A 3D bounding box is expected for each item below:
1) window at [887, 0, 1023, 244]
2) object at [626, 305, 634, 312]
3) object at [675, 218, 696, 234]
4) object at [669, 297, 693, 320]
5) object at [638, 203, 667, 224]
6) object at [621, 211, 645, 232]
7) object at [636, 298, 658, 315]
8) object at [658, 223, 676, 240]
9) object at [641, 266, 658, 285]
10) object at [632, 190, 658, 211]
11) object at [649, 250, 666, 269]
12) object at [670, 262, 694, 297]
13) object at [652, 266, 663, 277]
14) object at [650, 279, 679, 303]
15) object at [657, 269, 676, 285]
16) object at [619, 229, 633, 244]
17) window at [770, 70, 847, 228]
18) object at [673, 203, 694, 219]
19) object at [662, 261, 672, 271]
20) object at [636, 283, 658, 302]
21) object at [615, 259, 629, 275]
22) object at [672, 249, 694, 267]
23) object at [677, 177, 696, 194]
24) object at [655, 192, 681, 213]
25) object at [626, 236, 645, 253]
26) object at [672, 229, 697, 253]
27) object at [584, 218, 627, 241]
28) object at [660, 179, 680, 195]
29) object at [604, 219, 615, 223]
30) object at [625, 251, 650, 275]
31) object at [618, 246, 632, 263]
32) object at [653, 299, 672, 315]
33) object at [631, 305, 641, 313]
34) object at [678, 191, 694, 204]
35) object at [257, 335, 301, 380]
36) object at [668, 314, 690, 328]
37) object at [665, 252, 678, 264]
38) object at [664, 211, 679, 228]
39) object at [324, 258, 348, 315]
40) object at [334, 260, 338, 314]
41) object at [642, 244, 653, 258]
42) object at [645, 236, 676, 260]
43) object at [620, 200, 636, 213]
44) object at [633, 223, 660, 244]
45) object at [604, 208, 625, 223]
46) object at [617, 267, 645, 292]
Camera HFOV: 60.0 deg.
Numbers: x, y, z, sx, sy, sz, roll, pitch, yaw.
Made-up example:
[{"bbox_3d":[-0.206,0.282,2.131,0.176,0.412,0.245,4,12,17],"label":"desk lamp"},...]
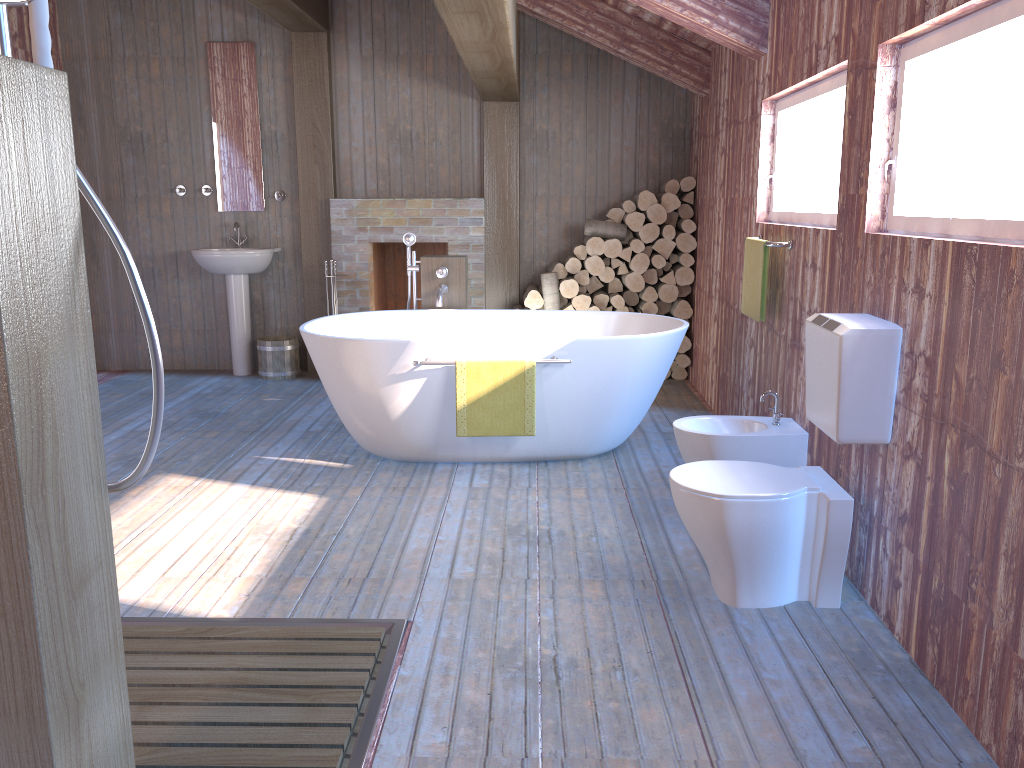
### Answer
[{"bbox_3d":[1.216,-0.654,2.222,0.054,0.587,1.255,0,11,2],"label":"window"},{"bbox_3d":[0.855,-0.539,6.447,0.054,0.056,0.146,0,11,2],"label":"object"},{"bbox_3d":[1.228,-1.136,6.331,0.102,0.109,0.438,0,11,2],"label":"object"},{"bbox_3d":[1.205,-0.568,6.469,0.139,0.137,0.455,0,11,0],"label":"object"},{"bbox_3d":[0.996,-1.215,6.322,0.141,0.143,0.437,0,11,0],"label":"object"},{"bbox_3d":[0.859,-1.172,6.352,0.139,0.148,0.458,0,11,2],"label":"object"},{"bbox_3d":[0.976,-0.556,6.426,0.116,0.117,0.289,0,11,-1],"label":"object"},{"bbox_3d":[1.096,-1.093,6.342,0.089,0.106,0.437,0,11,3],"label":"object"},{"bbox_3d":[0.973,-0.790,6.394,0.111,0.118,0.302,0,11,1],"label":"object"},{"bbox_3d":[0.945,-1.308,6.323,0.135,0.139,0.456,0,11,3],"label":"object"},{"bbox_3d":[1.029,-0.899,6.383,0.102,0.109,0.438,0,11,2],"label":"object"},{"bbox_3d":[1.215,-0.748,6.421,0.137,0.256,0.439,0,11,2],"label":"object"},{"bbox_3d":[1.043,-0.815,6.388,0.065,0.069,0.177,0,11,1],"label":"object"},{"bbox_3d":[1.100,-0.678,6.435,0.137,0.133,0.437,0,11,0],"label":"object"},{"bbox_3d":[1.100,-0.791,6.405,0.115,0.112,0.423,0,11,2],"label":"object"},{"bbox_3d":[0.809,-1.085,6.451,0.121,0.124,0.291,0,11,2],"label":"object"},{"bbox_3d":[1.278,-0.963,3.736,0.054,0.587,1.255,0,11,2],"label":"window"},{"bbox_3d":[1.226,-1.237,6.348,0.107,0.115,0.269,0,11,3],"label":"object"},{"bbox_3d":[1.102,-0.851,6.380,0.067,0.069,0.177,0,11,2],"label":"object"},{"bbox_3d":[0.974,-0.662,6.409,0.114,0.113,0.301,0,11,-1],"label":"object"},{"bbox_3d":[0.794,-0.848,6.404,0.085,0.096,0.280,0,11,2],"label":"object"},{"bbox_3d":[1.225,-0.909,6.378,0.102,0.109,0.438,0,11,2],"label":"object"},{"bbox_3d":[1.230,-1.415,6.312,0.112,0.113,0.271,0,11,2],"label":"object"},{"bbox_3d":[1.104,-1.293,6.324,0.133,0.142,0.456,0,11,3],"label":"object"},{"bbox_3d":[0.878,-1.004,6.363,0.102,0.109,0.438,0,11,2],"label":"object"},{"bbox_3d":[1.216,-1.026,6.358,0.147,0.152,0.439,0,11,2],"label":"object"},{"bbox_3d":[0.658,-1.088,6.251,0.302,0.157,0.121,0,11,2],"label":"object"},{"bbox_3d":[1.124,-1.392,6.318,0.104,0.121,0.270,0,11,3],"label":"object"},{"bbox_3d":[0.689,-1.132,6.443,0.113,0.130,0.291,0,11,2],"label":"object"},{"bbox_3d":[0.901,-0.879,6.392,0.136,0.157,0.439,0,11,2],"label":"object"},{"bbox_3d":[0.789,-0.934,6.380,0.109,0.124,0.424,0,11,1],"label":"object"},{"bbox_3d":[1.092,-0.582,6.549,0.118,0.106,0.319,0,11,-1],"label":"object"},{"bbox_3d":[0.885,-0.507,6.466,0.115,0.112,0.423,0,11,2],"label":"object"},{"bbox_3d":[1.235,-1.334,6.344,0.081,0.100,0.281,0,11,1],"label":"object"},{"bbox_3d":[-1.739,-0.197,6.610,0.309,0.290,0.308,2,12,11],"label":"object"},{"bbox_3d":[1.222,-0.470,6.523,0.114,0.113,0.301,0,11,-1],"label":"object"},{"bbox_3d":[1.164,-0.917,6.423,0.088,0.092,0.280,0,11,2],"label":"object"},{"bbox_3d":[1.121,-1.195,6.425,0.132,0.119,0.319,0,11,3],"label":"object"},{"bbox_3d":[-1.315,-0.472,6.465,0.276,0.888,0.333,10,16,42],"label":"object"},{"bbox_3d":[-1.241,-0.457,6.401,0.206,0.871,0.126,11,16,43],"label":"object"},{"bbox_3d":[0.953,-0.953,6.353,0.095,0.090,0.278,0,11,3],"label":"object"},{"bbox_3d":[1.065,-0.984,6.396,0.172,0.151,0.482,0,11,3],"label":"object"},{"bbox_3d":[0.825,-1.263,6.305,0.094,0.097,0.227,0,11,2],"label":"object"},{"bbox_3d":[0.957,-1.081,6.350,0.143,0.151,0.440,0,11,2],"label":"object"},{"bbox_3d":[0.742,-1.215,6.426,0.140,0.121,0.319,0,11,3],"label":"object"},{"bbox_3d":[0.858,-0.757,6.417,0.141,0.143,0.437,0,11,0],"label":"object"}]
